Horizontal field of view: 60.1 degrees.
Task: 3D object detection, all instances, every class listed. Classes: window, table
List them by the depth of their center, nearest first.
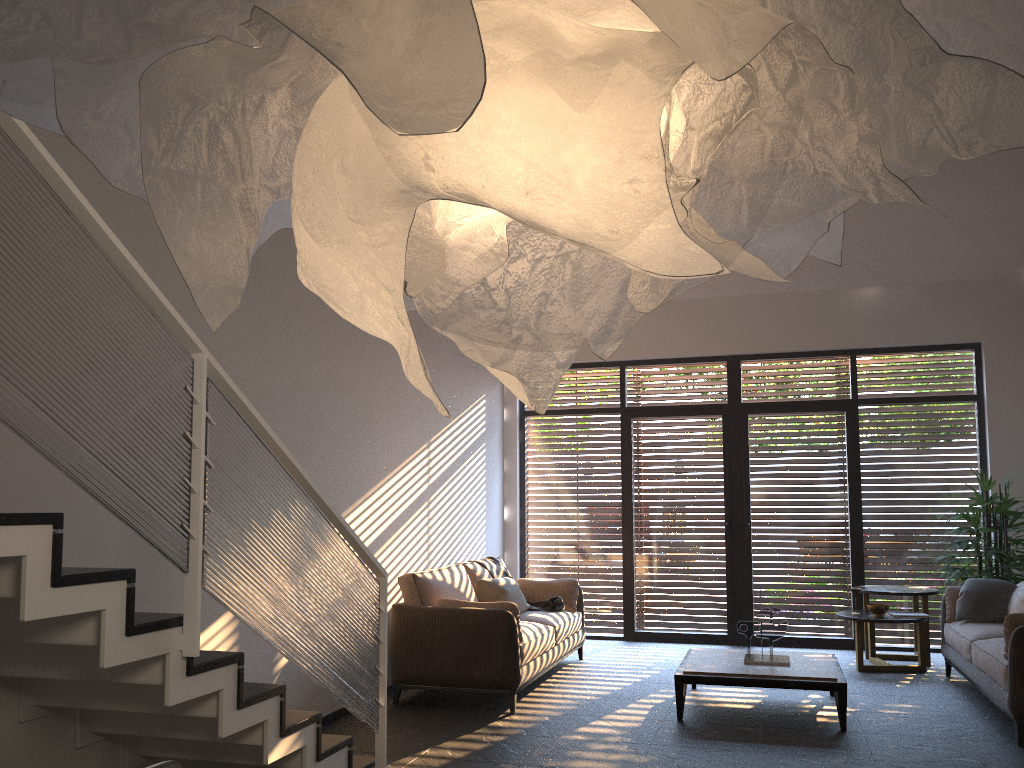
[{"bbox_3d":[1.704,2.061,6.081,1.049,0.305,1.121,-2,-8,16],"label":"table"},{"bbox_3d":[2.313,1.139,9.077,4.944,3.014,0.461,-2,-5,16],"label":"window"}]

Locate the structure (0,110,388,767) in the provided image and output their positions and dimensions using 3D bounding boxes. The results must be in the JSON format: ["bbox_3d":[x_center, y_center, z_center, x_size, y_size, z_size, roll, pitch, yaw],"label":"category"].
[{"bbox_3d":[-0.710,-2.759,0.245,4.236,8.267,8.503,-2,-7,16],"label":"structure"}]

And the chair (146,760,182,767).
[{"bbox_3d":[-0.417,1.095,1.285,0.602,0.915,0.477,-2,-6,19],"label":"chair"}]

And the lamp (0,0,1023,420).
[{"bbox_3d":[0.020,-2.540,1.059,1.119,5.187,1.066,-3,-6,27],"label":"lamp"}]

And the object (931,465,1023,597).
[{"bbox_3d":[4.130,1.555,7.596,0.979,1.714,0.918,2,-6,-18],"label":"object"}]

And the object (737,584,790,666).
[{"bbox_3d":[-0.264,-0.827,2.520,0.366,4.451,8.945,-3,-8,28],"label":"object"}]

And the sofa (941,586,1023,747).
[{"bbox_3d":[3.640,1.740,6.020,0.994,0.914,2.333,-2,-8,16],"label":"sofa"}]

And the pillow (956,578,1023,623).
[{"bbox_3d":[3.528,1.566,6.107,0.619,0.341,1.903,-2,-8,16],"label":"pillow"}]

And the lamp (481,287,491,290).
[{"bbox_3d":[-0.295,-1.008,8.410,0.253,0.066,0.648,-2,-8,16],"label":"lamp"}]

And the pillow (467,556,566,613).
[{"bbox_3d":[-0.147,1.863,7.653,0.958,0.704,1.021,-6,-9,40],"label":"pillow"}]

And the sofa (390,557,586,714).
[{"bbox_3d":[-0.114,1.909,7.118,0.994,0.914,2.333,-2,-8,16],"label":"sofa"}]
